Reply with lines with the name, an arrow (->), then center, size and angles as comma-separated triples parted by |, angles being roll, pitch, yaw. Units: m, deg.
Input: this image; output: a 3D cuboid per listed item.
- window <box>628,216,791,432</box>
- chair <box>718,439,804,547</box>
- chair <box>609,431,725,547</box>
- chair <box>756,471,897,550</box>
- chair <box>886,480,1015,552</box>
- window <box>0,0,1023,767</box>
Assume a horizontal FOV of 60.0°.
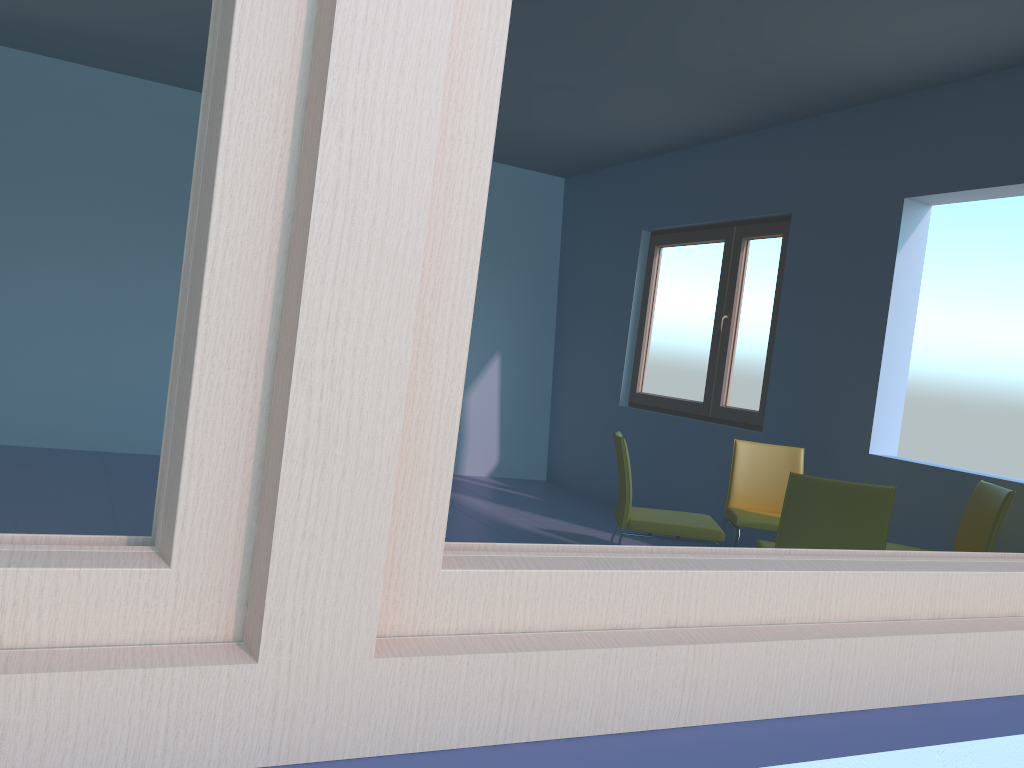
window -> 1.242, -0.402, 5.726 | 0.142, 1.263, 1.475 | 6, 2, -27
chair -> 1.215, 0.643, 4.195 | 0.387, 0.695, 0.484 | 7, 2, 4
chair -> 0.629, 0.583, 3.761 | 0.484, 0.695, 0.387 | 7, 2, 4
chair -> 1.102, 0.662, 3.199 | 0.387, 0.699, 0.484 | 8, 2, 9
chair -> 1.689, 0.722, 3.598 | 0.484, 0.695, 0.387 | 8, 2, 9
window -> 0.101, -0.386, 0.664 | 1.475, 1.263, 0.142 | 6, 2, -27
